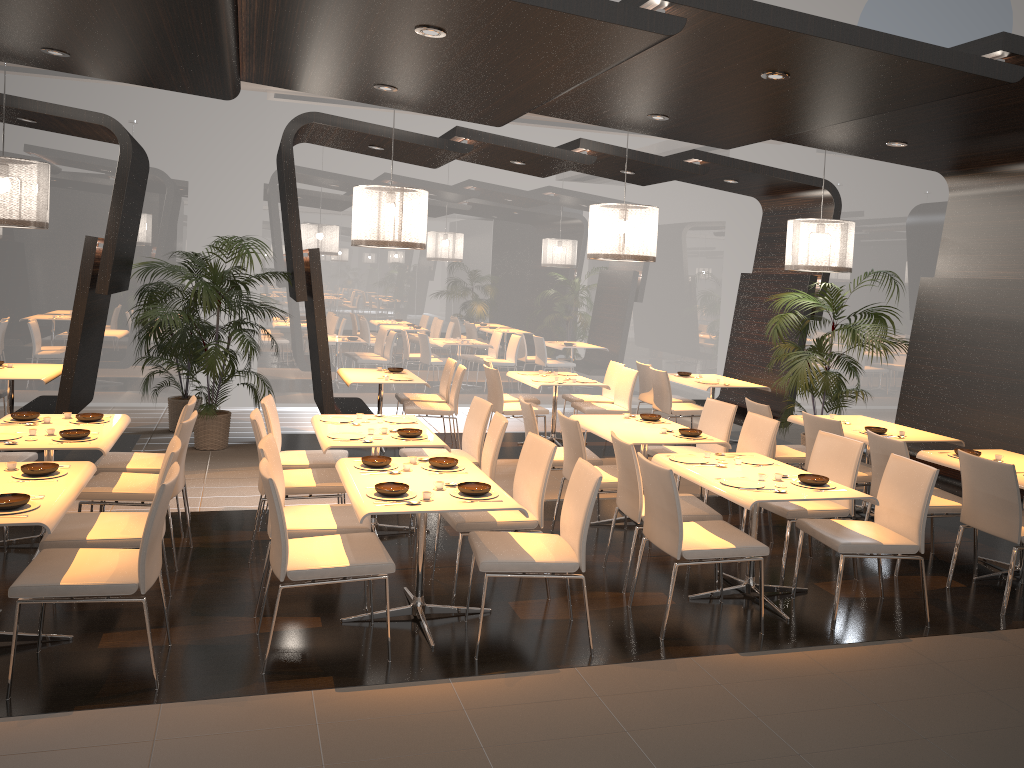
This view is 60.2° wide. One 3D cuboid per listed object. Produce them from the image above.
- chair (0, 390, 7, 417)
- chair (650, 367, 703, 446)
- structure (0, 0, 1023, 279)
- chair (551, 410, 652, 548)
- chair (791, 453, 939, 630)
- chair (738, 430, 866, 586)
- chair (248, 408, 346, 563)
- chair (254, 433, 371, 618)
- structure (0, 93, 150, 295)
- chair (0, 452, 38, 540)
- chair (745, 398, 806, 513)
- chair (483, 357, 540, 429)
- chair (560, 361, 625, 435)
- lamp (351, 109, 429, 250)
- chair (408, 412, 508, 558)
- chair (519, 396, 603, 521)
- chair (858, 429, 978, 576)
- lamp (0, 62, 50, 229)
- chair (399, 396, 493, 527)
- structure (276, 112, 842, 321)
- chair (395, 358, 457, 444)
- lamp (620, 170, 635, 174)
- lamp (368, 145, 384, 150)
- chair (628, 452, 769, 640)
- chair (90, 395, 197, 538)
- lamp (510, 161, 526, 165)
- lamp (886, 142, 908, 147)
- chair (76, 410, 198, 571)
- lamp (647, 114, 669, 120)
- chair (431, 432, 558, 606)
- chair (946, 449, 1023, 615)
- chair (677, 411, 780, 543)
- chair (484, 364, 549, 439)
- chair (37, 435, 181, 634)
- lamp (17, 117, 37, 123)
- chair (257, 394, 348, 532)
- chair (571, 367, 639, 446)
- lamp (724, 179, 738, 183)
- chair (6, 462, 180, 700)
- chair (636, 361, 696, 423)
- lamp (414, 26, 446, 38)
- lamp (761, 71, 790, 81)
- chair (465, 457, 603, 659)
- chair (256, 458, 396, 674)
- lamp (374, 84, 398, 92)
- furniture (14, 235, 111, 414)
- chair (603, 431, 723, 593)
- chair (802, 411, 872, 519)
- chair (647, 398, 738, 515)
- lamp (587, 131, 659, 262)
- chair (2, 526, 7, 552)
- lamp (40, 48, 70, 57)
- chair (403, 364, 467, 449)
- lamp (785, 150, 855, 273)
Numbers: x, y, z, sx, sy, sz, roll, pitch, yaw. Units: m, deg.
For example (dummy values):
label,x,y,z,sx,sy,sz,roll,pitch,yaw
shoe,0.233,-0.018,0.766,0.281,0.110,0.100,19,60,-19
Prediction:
label,x,y,z,sx,sy,sz,roll,pitch,yaw
chair,-5.093,0.115,8.236,0.605,0.866,0.486,2,4,-14
chair,1.821,0.276,9.660,0.605,0.871,0.486,2,4,-14
structure,-0.603,-1.202,5.228,10.654,1.730,2.920,1,6,-17
chair,0.620,0.652,6.152,0.605,0.871,0.486,2,4,-14
chair,1.997,0.862,4.992,0.605,0.871,0.486,2,4,-9
chair,1.866,0.771,5.674,0.605,0.871,0.486,1,4,-19
chair,-1.362,0.621,5.609,0.605,0.866,0.486,2,4,-14
chair,-1.065,0.739,4.769,0.605,0.866,0.486,2,4,-9
structure,-6.310,-1.743,7.406,5.929,1.721,1.410,1,5,-17
chair,-3.445,0.513,5.657,0.605,0.866,0.486,2,4,-9
chair,2.261,0.584,7.345,0.605,0.871,0.486,2,4,-9
chair,-0.028,0.168,9.789,0.605,0.866,0.486,2,4,-9
chair,0.926,0.185,10.043,0.605,0.871,0.486,2,4,-14
lamp,-0.994,-2.108,7.418,0.627,1.923,0.629,3,3,11
chair,-0.356,0.643,5.838,0.605,0.871,0.486,2,4,-9
chair,0.344,0.558,6.782,0.605,0.866,0.486,2,4,-9
chair,2.722,0.779,5.929,0.605,0.866,0.486,2,4,-9
lamp,-3.776,-2.139,6.579,0.627,1.923,0.629,0,4,-45
chair,-0.486,0.550,6.520,0.605,0.866,0.486,1,4,-19
structure,0.542,-1.667,9.474,5.929,1.721,1.410,1,5,-17
chair,-0.922,0.167,9.466,0.605,0.871,0.486,2,4,-14
lamp,1.264,-2.328,9.660,0.161,0.055,0.162,0,7,-22
lamp,-1.360,-2.384,8.866,0.160,0.054,0.161,1,7,-11
chair,0.990,0.842,4.763,0.605,0.871,0.486,2,4,-14
chair,-2.438,0.534,5.887,0.605,0.866,0.486,2,4,-14
lamp,0.063,-2.341,9.297,0.161,0.055,0.162,0,7,-22
lamp,3.093,-1.943,7.105,0.161,0.050,0.162,1,7,-11
chair,-2.229,0.617,5.295,0.605,0.866,0.486,2,4,-9
lamp,1.073,-1.974,6.495,0.161,0.050,0.162,1,7,-11
chair,-0.097,0.749,5.082,0.605,0.871,0.486,1,4,-19
chair,3.055,0.867,5.348,0.605,0.866,0.486,2,4,-14
chair,1.560,0.662,6.420,0.605,0.866,0.486,2,4,-14
chair,0.013,0.259,9.089,0.605,0.871,0.486,1,4,-19
chair,-1.999,0.736,4.448,0.605,0.871,0.486,1,4,-19
lamp,-4.367,-2.391,7.960,0.161,0.055,0.162,0,7,-22
chair,-1.464,0.540,6.217,0.605,0.866,0.486,2,4,-9
chair,0.989,0.266,9.399,0.605,0.866,0.486,2,4,-14
lamp,2.485,-2.314,10.028,0.161,0.055,0.162,0,7,-22
chair,-1.790,0.819,3.856,0.605,0.871,0.486,2,4,-14
chair,1.759,0.191,10.304,0.605,0.866,0.486,2,4,-14
lamp,-0.412,-1.796,4.472,0.161,0.050,0.162,1,7,-11
lamp,1.506,-1.774,5.051,0.161,0.050,0.162,1,7,-11
chair,0.108,0.839,4.422,0.605,0.866,0.486,2,4,-9
chair,-0.900,0.818,4.193,0.605,0.866,0.486,1,4,-19
lamp,-0.845,-1.995,5.916,0.160,0.050,0.161,0,7,-22
furniture,-4.132,-0.526,8.134,0.756,1.669,1.410,2,5,-17
chair,0.901,0.761,5.381,0.605,0.871,0.486,2,4,-9
chair,2.550,0.672,6.743,0.605,0.871,0.486,1,4,-19
chair,1.429,0.571,7.103,0.605,0.866,0.486,1,4,-19
lamp,1.044,-2.085,8.033,0.627,1.923,0.629,3,3,11
chair,-3.236,0.605,4.998,0.605,0.866,0.486,1,4,-19
lamp,-2.757,-2.017,5.339,0.160,0.050,0.161,0,7,-22
chair,-0.782,0.248,8.845,0.605,0.866,0.486,2,4,-9
lamp,3.051,-2.063,8.639,0.627,1.923,0.628,4,3,15
